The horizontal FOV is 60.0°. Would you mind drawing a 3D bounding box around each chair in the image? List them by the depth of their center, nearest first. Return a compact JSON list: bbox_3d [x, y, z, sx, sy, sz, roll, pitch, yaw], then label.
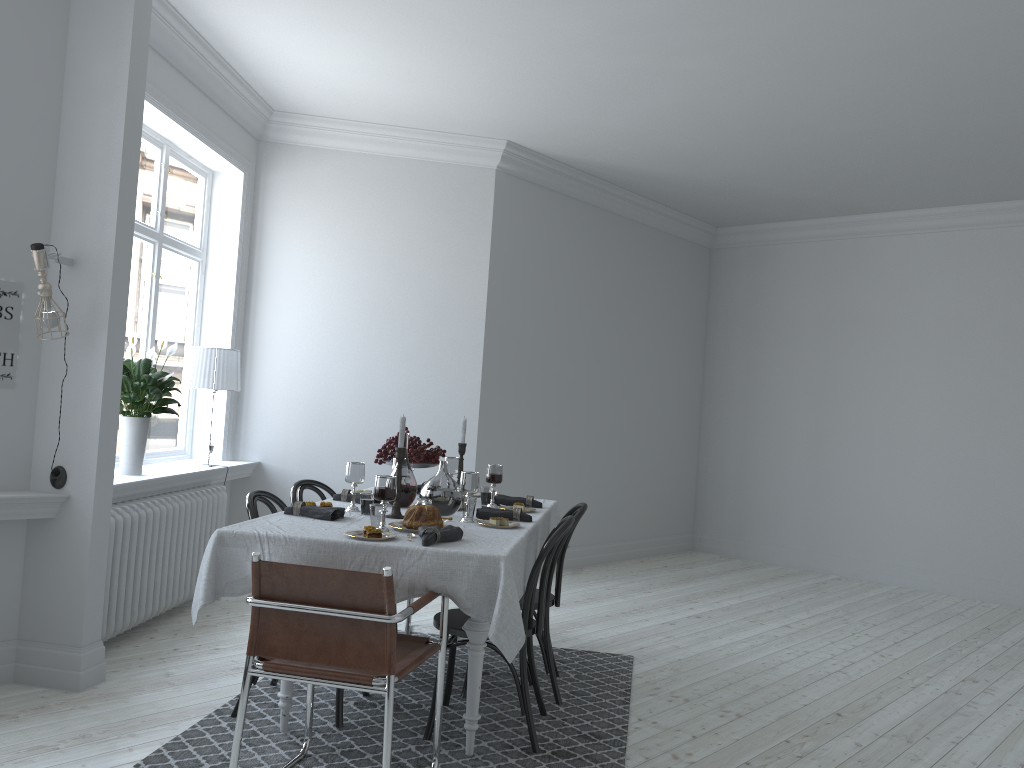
[{"bbox_3d":[-0.554,0.969,2.988,0.546,0.837,0.593,4,-2,13],"label":"chair"},{"bbox_3d":[-0.048,0.988,3.713,0.564,0.909,0.463,4,-2,4],"label":"chair"},{"bbox_3d":[-0.888,0.934,3.842,0.564,0.909,0.463,4,-2,4],"label":"chair"},{"bbox_3d":[0.054,1.010,4.274,0.564,0.909,0.463,4,-2,-1],"label":"chair"},{"bbox_3d":[-0.836,0.954,4.418,0.564,0.909,0.463,3,-2,19],"label":"chair"},{"bbox_3d":[-0.315,1.045,5.097,0.546,0.837,0.593,4,-2,-4],"label":"chair"}]

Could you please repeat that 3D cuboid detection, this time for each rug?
[{"bbox_3d":[-0.322,1.420,4.030,1.701,0.021,2.166,4,-2,9],"label":"rug"}]

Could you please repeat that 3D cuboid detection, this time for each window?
[{"bbox_3d":[-2.277,-0.525,5.211,0.061,2.080,2.079,4,-2,4],"label":"window"}]

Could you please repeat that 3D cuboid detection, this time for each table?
[{"bbox_3d":[-0.419,1.000,4.036,1.210,0.842,2.179,4,-2,8],"label":"table"}]

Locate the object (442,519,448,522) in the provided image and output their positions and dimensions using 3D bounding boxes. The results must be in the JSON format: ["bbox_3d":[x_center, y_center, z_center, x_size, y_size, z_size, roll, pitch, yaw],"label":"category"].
[{"bbox_3d":[-0.354,0.575,3.760,0.150,0.009,0.075,4,-2,-14],"label":"object"}]

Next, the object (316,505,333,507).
[{"bbox_3d":[-0.840,0.542,3.845,0.182,0.013,0.182,2,-2,41],"label":"object"}]

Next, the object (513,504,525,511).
[{"bbox_3d":[0.034,0.603,4.336,0.057,0.037,0.021,3,-2,22],"label":"object"}]

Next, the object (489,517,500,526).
[{"bbox_3d":[-0.073,0.579,3.728,0.021,0.037,0.057,5,-2,-31],"label":"object"}]

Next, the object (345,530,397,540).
[{"bbox_3d":[-0.507,0.547,3.188,0.182,0.013,0.182,2,-2,41],"label":"object"}]

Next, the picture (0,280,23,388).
[{"bbox_3d":[-2.240,-0.220,3.729,0.003,0.457,0.311,2,-2,41],"label":"picture"}]

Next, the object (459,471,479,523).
[{"bbox_3d":[-0.186,0.486,3.810,0.083,0.215,0.083,5,-2,-44],"label":"object"}]

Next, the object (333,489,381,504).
[{"bbox_3d":[-0.727,0.538,4.215,0.247,0.061,0.165,4,-2,-10],"label":"object"}]

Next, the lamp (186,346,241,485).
[{"bbox_3d":[-1.952,0.435,5.708,0.335,1.331,0.335,3,-2,29],"label":"lamp"}]

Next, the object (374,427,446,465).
[{"bbox_3d":[-0.526,0.334,4.677,0.347,0.215,0.318,4,-2,3],"label":"object"}]

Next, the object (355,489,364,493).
[{"bbox_3d":[-0.775,0.552,4.458,0.040,0.039,0.077,4,-2,11],"label":"object"}]

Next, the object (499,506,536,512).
[{"bbox_3d":[0.027,0.616,4.347,0.182,0.013,0.182,5,-2,-34],"label":"object"}]

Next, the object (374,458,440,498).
[{"bbox_3d":[-0.546,0.498,4.664,0.367,0.188,0.367,4,-2,-8],"label":"object"}]

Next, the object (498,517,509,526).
[{"bbox_3d":[-0.041,0.581,3.737,0.057,0.037,0.021,3,-2,31],"label":"object"}]

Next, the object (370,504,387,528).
[{"bbox_3d":[-0.517,0.511,3.409,0.066,0.094,0.066,3,-2,30],"label":"object"}]

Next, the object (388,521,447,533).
[{"bbox_3d":[-0.356,0.563,3.466,0.251,0.018,0.251,2,-2,41],"label":"object"}]

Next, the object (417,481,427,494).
[{"bbox_3d":[-0.515,0.572,4.906,0.165,0.061,0.247,4,-2,-10],"label":"object"}]

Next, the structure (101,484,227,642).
[{"bbox_3d":[-1.996,0.988,4.880,0.245,0.753,1.710,4,-2,4],"label":"structure"}]

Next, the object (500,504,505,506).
[{"bbox_3d":[0.001,0.618,4.466,0.131,0.012,0.031,4,-2,9],"label":"object"}]

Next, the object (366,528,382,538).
[{"bbox_3d":[-0.491,0.532,3.163,0.057,0.041,0.038,4,-2,-15],"label":"object"}]

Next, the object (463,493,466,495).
[{"bbox_3d":[-0.276,0.598,4.900,0.021,0.037,0.057,5,-2,-28],"label":"object"}]

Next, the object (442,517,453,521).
[{"bbox_3d":[-0.334,0.563,3.767,0.167,0.031,0.031,4,-2,-14],"label":"object"}]

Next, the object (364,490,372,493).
[{"bbox_3d":[-0.733,0.554,4.451,0.039,0.040,0.078,3,-2,16],"label":"object"}]

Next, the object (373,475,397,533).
[{"bbox_3d":[-0.478,0.452,3.319,0.083,0.215,0.083,5,-2,-44],"label":"object"}]

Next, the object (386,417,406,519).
[{"bbox_3d":[-0.482,0.355,3.790,0.089,0.432,0.089,5,-2,-26],"label":"object"}]

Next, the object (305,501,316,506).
[{"bbox_3d":[-0.872,0.527,3.833,0.036,0.039,0.051,3,-2,18],"label":"object"}]

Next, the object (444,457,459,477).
[{"bbox_3d":[-0.333,0.505,4.809,0.083,0.215,0.083,5,-2,-44],"label":"object"}]

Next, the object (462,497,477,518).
[{"bbox_3d":[-0.191,0.547,3.905,0.066,0.094,0.066,3,-2,30],"label":"object"}]

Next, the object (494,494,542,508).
[{"bbox_3d":[0.025,0.600,4.593,0.247,0.061,0.165,4,-2,-10],"label":"object"}]

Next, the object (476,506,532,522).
[{"bbox_3d":[-0.041,0.579,3.993,0.247,0.061,0.165,4,-2,-10],"label":"object"}]

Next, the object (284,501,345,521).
[{"bbox_3d":[-0.805,0.516,3.607,0.247,0.061,0.165,4,-2,-10],"label":"object"}]

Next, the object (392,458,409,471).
[{"bbox_3d":[-0.561,0.478,4.434,0.083,0.215,0.083,3,-2,36],"label":"object"}]

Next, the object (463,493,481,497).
[{"bbox_3d":[-0.250,0.613,4.917,0.182,0.013,0.182,5,-2,-39],"label":"object"}]

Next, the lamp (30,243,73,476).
[{"bbox_3d":[-1.962,-0.089,3.756,0.131,0.977,0.312,3,-2,16],"label":"lamp"}]

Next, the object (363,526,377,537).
[{"bbox_3d":[-0.515,0.534,3.215,0.051,0.039,0.036,4,-2,-9],"label":"object"}]

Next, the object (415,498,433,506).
[{"bbox_3d":[-0.365,0.525,3.655,0.091,0.101,0.091,4,-2,-4],"label":"object"}]

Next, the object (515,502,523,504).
[{"bbox_3d":[0.034,0.604,4.377,0.051,0.039,0.036,4,-2,-9],"label":"object"}]

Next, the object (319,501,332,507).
[{"bbox_3d":[-0.807,0.531,3.854,0.057,0.041,0.038,4,-2,-7],"label":"object"}]

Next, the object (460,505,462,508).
[{"bbox_3d":[-0.244,0.569,4.240,0.039,0.040,0.078,3,-2,16],"label":"object"}]

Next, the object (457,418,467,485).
[{"bbox_3d":[-0.266,0.394,4.660,0.089,0.432,0.089,5,-2,-26],"label":"object"}]

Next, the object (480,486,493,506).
[{"bbox_3d":[-0.131,0.568,4.501,0.066,0.094,0.066,3,-2,30],"label":"object"}]

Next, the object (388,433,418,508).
[{"bbox_3d":[-0.517,0.406,4.195,0.152,0.352,0.152,4,-2,2],"label":"object"}]

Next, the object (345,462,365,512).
[{"bbox_3d":[-0.695,0.454,3.912,0.083,0.215,0.083,5,-2,-44],"label":"object"}]

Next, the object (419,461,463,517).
[{"bbox_3d":[-0.313,0.466,3.962,0.194,0.245,0.194,3,-2,24],"label":"object"}]

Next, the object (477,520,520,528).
[{"bbox_3d":[-0.056,0.593,3.737,0.182,0.013,0.182,5,-2,-34],"label":"object"}]

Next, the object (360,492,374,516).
[{"bbox_3d":[-0.623,0.515,3.809,0.066,0.094,0.066,3,-2,30],"label":"object"}]

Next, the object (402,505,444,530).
[{"bbox_3d":[-0.342,0.523,3.467,0.164,0.105,0.191,5,-2,-30],"label":"object"}]

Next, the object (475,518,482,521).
[{"bbox_3d":[-0.101,0.593,3.852,0.131,0.012,0.031,4,-2,9],"label":"object"}]

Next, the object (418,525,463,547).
[{"bbox_3d":[-0.249,0.542,3.201,0.165,0.061,0.247,4,-2,-10],"label":"object"}]

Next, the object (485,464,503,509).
[{"bbox_3d":[-0.092,0.510,4.403,0.083,0.215,0.083,5,-2,-44],"label":"object"}]

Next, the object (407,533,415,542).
[{"bbox_3d":[-0.366,0.557,3.219,0.031,0.012,0.131,4,-2,-6],"label":"object"}]
